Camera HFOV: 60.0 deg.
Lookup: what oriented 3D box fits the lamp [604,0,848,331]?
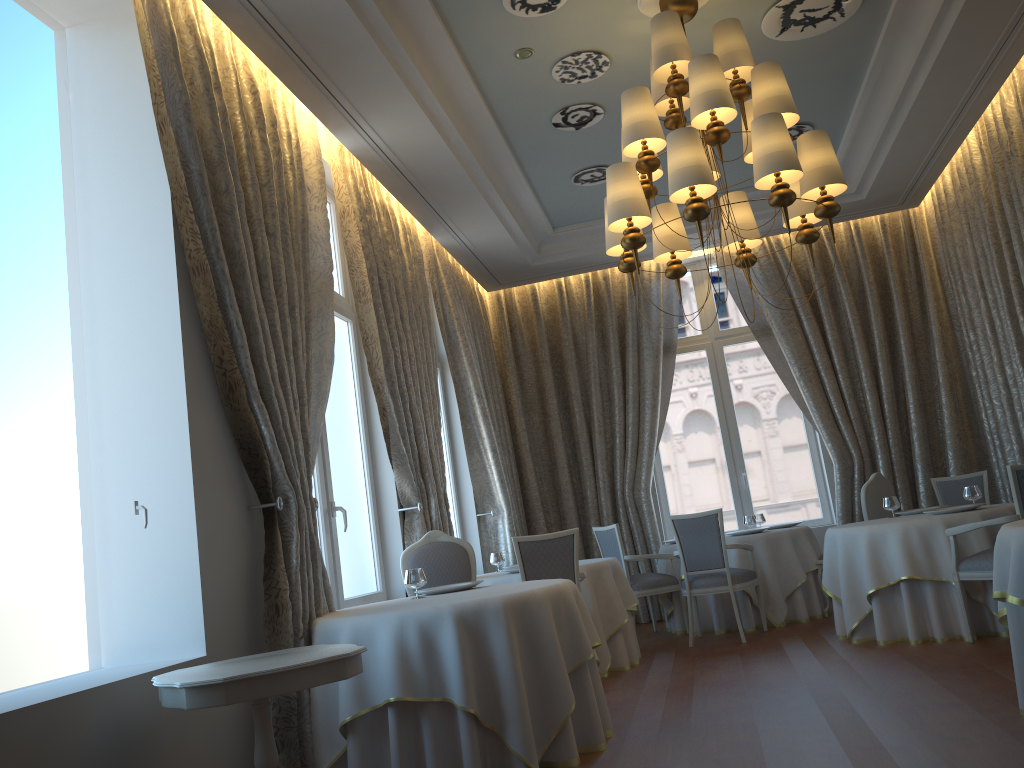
[{"bbox_3d":[1.184,-1.450,5.418,1.373,2.121,1.373,1,-13,-41],"label":"lamp"}]

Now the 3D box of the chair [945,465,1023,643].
[{"bbox_3d":[3.321,1.091,5.803,0.650,1.108,0.629,-5,-11,-19],"label":"chair"}]

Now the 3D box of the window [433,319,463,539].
[{"bbox_3d":[-0.873,0.265,8.501,0.196,3.306,1.881,-10,-10,11],"label":"window"}]

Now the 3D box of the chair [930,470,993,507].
[{"bbox_3d":[4.043,1.350,7.836,0.650,1.108,0.629,-14,-12,30],"label":"chair"}]

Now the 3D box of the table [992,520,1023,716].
[{"bbox_3d":[2.975,0.938,3.730,1.663,0.890,1.667,-8,-10,0],"label":"table"}]

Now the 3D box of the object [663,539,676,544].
[{"bbox_3d":[1.708,1.552,8.820,0.419,0.036,0.419,-10,-10,9],"label":"object"}]

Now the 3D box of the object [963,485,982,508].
[{"bbox_3d":[3.470,0.851,6.675,0.128,0.165,0.128,-10,-10,11],"label":"object"}]

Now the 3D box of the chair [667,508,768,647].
[{"bbox_3d":[1.763,1.659,7.734,0.650,1.108,0.629,-13,-11,25],"label":"chair"}]

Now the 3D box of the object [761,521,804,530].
[{"bbox_3d":[2.686,1.412,8.822,0.419,0.036,0.419,-10,-10,9],"label":"object"}]

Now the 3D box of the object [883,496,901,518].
[{"bbox_3d":[3.062,0.993,7.145,0.128,0.165,0.128,-10,-10,11],"label":"object"}]

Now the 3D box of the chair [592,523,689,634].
[{"bbox_3d":[1.232,1.885,8.576,0.629,1.108,0.650,-4,-11,-24],"label":"chair"}]

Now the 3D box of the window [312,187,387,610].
[{"bbox_3d":[-1.343,-0.083,6.173,0.259,3.306,1.882,-10,-10,10],"label":"window"}]

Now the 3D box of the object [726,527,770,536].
[{"bbox_3d":[2.238,1.406,8.425,0.419,0.036,0.419,-10,-10,9],"label":"object"}]

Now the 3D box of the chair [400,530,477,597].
[{"bbox_3d":[-0.383,1.539,5.664,0.563,1.233,0.690,-6,-10,-14],"label":"chair"}]

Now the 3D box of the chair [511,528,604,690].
[{"bbox_3d":[0.241,1.622,6.305,0.650,1.108,0.629,-6,-10,-14],"label":"chair"}]

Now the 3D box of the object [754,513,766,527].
[{"bbox_3d":[2.551,1.420,9.129,0.128,0.165,0.128,-10,-10,11],"label":"object"}]

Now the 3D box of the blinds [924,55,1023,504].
[{"bbox_3d":[4.371,-0.656,7.456,0.238,4.819,4.439,-10,-10,11],"label":"blinds"}]

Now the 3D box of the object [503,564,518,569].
[{"bbox_3d":[0.124,1.614,7.894,0.419,0.036,0.419,-10,-10,9],"label":"object"}]

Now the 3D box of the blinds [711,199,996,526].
[{"bbox_3d":[3.731,-0.143,9.716,2.476,4.901,0.386,-10,-10,11],"label":"blinds"}]

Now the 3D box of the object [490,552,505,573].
[{"bbox_3d":[-0.125,1.551,7.709,0.128,0.165,0.128,-10,-10,11],"label":"object"}]

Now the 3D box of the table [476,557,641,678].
[{"bbox_3d":[0.231,1.978,7.356,1.667,0.890,1.663,-9,-10,5],"label":"table"}]

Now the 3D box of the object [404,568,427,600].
[{"bbox_3d":[-0.544,1.131,5.021,0.128,0.165,0.128,-7,-10,-7],"label":"object"}]

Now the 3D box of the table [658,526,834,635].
[{"bbox_3d":[2.281,1.940,8.789,1.667,0.890,1.663,-14,-11,29],"label":"table"}]

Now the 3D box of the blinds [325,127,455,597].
[{"bbox_3d":[-0.797,0.078,7.320,0.335,4.969,2.257,-10,-10,11],"label":"blinds"}]

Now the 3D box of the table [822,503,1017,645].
[{"bbox_3d":[3.249,1.440,6.765,1.663,0.890,1.667,-13,-11,24],"label":"table"}]

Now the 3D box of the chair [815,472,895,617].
[{"bbox_3d":[3.194,1.475,8.178,0.563,1.233,0.690,0,-13,-38],"label":"chair"}]

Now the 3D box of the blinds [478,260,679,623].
[{"bbox_3d":[0.949,0.351,10.249,2.535,4.901,0.386,-10,-10,11],"label":"blinds"}]

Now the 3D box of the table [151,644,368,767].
[{"bbox_3d":[-0.917,1.459,3.343,0.761,0.801,0.760,0,-13,-39],"label":"table"}]

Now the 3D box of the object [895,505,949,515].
[{"bbox_3d":[3.353,1.037,7.254,0.419,0.036,0.419,-10,-10,9],"label":"object"}]

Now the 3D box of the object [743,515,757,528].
[{"bbox_3d":[2.347,1.380,8.739,0.128,0.165,0.128,-10,-10,11],"label":"object"}]

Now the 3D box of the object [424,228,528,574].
[{"bbox_3d":[-0.274,0.425,9.417,0.386,4.901,2.121,-10,-10,11],"label":"object"}]

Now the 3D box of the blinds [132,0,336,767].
[{"bbox_3d":[-1.334,-0.270,4.945,0.315,4.930,2.204,-10,-10,11],"label":"blinds"}]

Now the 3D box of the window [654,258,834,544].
[{"bbox_3d":[2.465,0.122,10.380,1.881,3.306,0.196,-10,-10,11],"label":"window"}]

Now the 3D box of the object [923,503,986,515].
[{"bbox_3d":[3.219,0.913,6.455,0.419,0.036,0.419,-10,-10,9],"label":"object"}]

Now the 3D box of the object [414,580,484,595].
[{"bbox_3d":[-0.372,1.221,5.293,0.419,0.036,0.419,-10,-10,9],"label":"object"}]

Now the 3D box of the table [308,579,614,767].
[{"bbox_3d":[-0.327,1.603,4.804,1.663,0.890,1.667,-8,-10,0],"label":"table"}]

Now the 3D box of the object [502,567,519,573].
[{"bbox_3d":[0.131,1.449,6.976,0.419,0.036,0.419,-10,-10,9],"label":"object"}]
